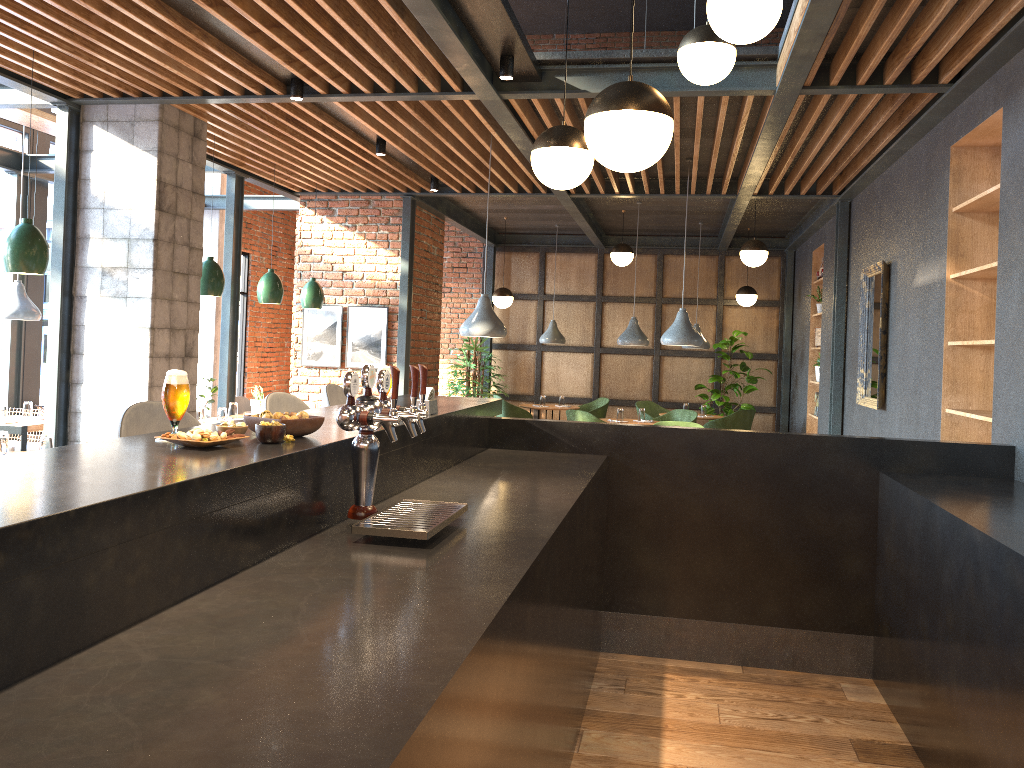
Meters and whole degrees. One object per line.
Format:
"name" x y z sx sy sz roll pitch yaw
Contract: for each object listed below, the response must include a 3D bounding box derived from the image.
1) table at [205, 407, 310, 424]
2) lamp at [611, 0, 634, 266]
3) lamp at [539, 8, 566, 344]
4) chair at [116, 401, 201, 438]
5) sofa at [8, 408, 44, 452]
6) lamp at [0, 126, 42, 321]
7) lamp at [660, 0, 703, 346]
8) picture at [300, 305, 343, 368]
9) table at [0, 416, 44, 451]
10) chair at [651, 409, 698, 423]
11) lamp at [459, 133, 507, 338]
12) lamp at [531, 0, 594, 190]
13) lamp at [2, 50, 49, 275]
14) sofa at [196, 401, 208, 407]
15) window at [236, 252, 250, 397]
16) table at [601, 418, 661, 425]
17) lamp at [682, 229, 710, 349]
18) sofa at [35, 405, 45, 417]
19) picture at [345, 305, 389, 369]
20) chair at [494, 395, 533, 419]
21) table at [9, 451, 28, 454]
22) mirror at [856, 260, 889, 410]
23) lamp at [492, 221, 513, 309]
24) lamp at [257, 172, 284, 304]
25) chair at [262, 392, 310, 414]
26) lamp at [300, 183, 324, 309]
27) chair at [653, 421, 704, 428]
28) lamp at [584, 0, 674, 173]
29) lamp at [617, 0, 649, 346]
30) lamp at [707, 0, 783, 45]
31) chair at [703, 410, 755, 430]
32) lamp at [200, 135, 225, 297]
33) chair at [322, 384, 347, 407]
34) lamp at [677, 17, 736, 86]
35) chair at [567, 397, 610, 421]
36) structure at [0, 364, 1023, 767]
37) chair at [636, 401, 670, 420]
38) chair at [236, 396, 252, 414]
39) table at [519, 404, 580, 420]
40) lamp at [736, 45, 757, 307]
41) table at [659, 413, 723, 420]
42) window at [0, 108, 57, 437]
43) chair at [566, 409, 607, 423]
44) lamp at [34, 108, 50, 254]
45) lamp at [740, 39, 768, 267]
"table" -2.198 0.671 7.611 0.658 0.765 2.773 2 2 11
"lamp" 1.353 -3.269 10.358 0.268 3.795 0.268 2 0 -10
"lamp" 0.623 -2.781 11.791 0.352 4.491 0.353 3 0 -44
"chair" -0.941 0.686 2.684 0.508 1.243 0.418 2 0 22
"sofa" -4.219 0.605 7.761 1.092 0.733 0.470 2 0 11
"lamp" -3.872 -2.757 7.088 0.352 4.491 0.353 2 0 -27
"lamp" 1.515 -2.568 7.490 0.352 4.491 0.353 3 0 -44
"picture" -1.928 -0.489 8.978 0.430 0.631 0.015 2 0 11
"table" -4.324 0.637 7.208 1.272 0.706 0.658 3 1 11
"chair" 1.761 0.697 9.989 0.514 0.819 0.639 2 1 -29
"lamp" -0.128 -2.592 6.551 0.352 4.491 0.353 3 0 -44
"lamp" 0.281 -2.718 3.761 0.268 3.795 0.268 2 0 13
"lamp" -2.594 -1.606 4.796 0.224 2.022 0.223 2 0 14
"sofa" -3.861 0.540 9.653 1.092 0.733 0.470 2 0 11
"window" -4.178 -0.557 12.058 0.097 2.700 2.136 2 1 11
"table" 1.294 0.756 9.719 0.807 0.687 0.808 1 2 -38
"lamp" 2.383 -2.685 11.093 0.352 4.491 0.353 3 0 -44
"sofa" -4.071 0.578 8.544 1.092 0.733 0.470 2 0 11
"picture" -1.456 -0.468 8.888 0.430 0.631 0.015 2 0 11
"chair" 0.016 0.561 11.655 0.515 0.819 0.639 2 1 -14
"table" -2.685 0.780 4.782 0.700 0.747 0.699 3 1 21
"mirror" 2.768 -0.367 6.797 0.061 1.086 0.768 2 1 11
"lamp" -0.050 -2.855 11.288 0.268 3.795 0.268 2 0 -36
"lamp" -2.053 -1.705 7.659 0.224 2.022 0.223 2 0 14
"chair" -0.727 0.663 3.439 0.508 1.243 0.418 2 0 16
"lamp" -1.888 -1.735 8.535 0.224 2.022 0.223 2 0 14
"chair" 1.501 0.768 8.056 0.638 0.819 0.515 2 0 11
"lamp" 0.419 -2.536 2.686 0.268 3.795 0.268 2 0 1
"lamp" 1.413 -2.665 9.737 0.352 4.491 0.353 3 0 -44
"lamp" 0.910 -3.134 3.223 0.268 3.795 0.268 2 0 -25
"chair" 2.605 0.701 10.683 0.638 0.819 0.515 2 1 -43
"lamp" -2.241 -1.670 6.664 0.224 2.022 0.223 2 0 14
"chair" -0.676 0.630 4.272 0.508 1.243 0.418 2 0 11
"lamp" 0.973 -3.291 4.136 0.268 3.795 0.268 2 0 16
"chair" 1.010 0.588 11.930 0.515 0.819 0.639 2 1 -14
"structure" 0.393 0.685 2.092 2.917 1.396 4.921 3 2 11
"chair" 1.892 0.642 11.428 0.515 0.819 0.638 3 1 42
"chair" -2.409 0.569 8.412 0.508 0.888 0.418 2 0 17
"table" 0.488 0.639 11.789 0.807 0.687 0.808 1 2 -40
"lamp" 3.092 -2.892 11.432 0.268 3.795 0.268 2 0 -36
"table" 2.233 0.736 11.074 0.807 0.687 0.807 2 1 11
"window" -5.194 -2.204 6.223 0.127 5.599 8.722 2 2 11
"chair" 0.873 0.685 9.466 0.514 0.819 0.639 2 1 -34
"lamp" -4.200 -2.958 7.901 0.268 3.795 0.268 2 0 -21
"lamp" 2.436 -3.040 8.684 0.268 3.795 0.268 2 0 -17
